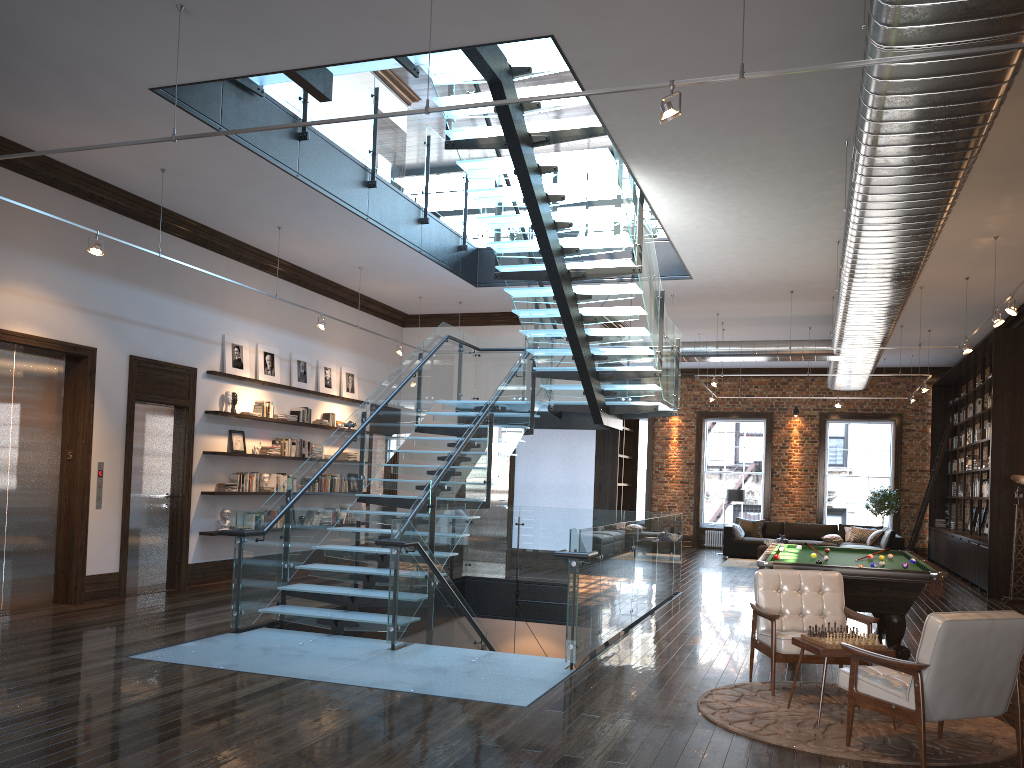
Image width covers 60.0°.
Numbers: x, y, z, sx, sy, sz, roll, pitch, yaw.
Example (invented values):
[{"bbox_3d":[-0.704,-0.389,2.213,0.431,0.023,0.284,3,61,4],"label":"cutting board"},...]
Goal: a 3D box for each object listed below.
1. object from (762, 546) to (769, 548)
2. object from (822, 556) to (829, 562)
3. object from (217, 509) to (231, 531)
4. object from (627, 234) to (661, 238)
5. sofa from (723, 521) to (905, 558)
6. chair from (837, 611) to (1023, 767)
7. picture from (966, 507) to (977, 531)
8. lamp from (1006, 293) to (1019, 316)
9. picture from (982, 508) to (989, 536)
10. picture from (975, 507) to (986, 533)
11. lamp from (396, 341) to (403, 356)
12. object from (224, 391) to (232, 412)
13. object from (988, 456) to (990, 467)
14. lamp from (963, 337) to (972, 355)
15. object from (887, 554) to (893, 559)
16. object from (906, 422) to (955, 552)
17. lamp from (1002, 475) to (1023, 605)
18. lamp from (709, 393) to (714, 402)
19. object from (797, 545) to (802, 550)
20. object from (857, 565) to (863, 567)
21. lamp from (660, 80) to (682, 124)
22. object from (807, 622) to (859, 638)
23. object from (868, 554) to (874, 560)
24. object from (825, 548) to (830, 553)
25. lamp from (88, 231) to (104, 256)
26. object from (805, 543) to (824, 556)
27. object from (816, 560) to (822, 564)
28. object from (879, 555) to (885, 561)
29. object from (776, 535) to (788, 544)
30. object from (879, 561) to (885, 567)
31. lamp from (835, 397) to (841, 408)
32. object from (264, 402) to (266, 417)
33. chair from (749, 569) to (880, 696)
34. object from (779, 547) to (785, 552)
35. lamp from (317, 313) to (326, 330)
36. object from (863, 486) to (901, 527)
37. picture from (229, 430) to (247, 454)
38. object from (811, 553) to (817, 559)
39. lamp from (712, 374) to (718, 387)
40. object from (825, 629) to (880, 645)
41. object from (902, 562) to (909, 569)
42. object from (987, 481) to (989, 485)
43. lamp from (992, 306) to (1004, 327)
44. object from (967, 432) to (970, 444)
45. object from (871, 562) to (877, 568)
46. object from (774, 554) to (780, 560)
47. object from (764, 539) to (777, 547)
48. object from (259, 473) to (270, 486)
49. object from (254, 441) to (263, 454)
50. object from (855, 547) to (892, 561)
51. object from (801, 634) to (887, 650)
[{"bbox_3d":[5.075,3.202,17.406,0.267,0.018,0.202,-4,-8,43],"label":"object"},{"bbox_3d":[3.052,1.701,8.636,0.057,0.057,0.057,3,-4,-11],"label":"object"},{"bbox_3d":[-3.696,1.745,11.376,0.165,0.281,0.171,3,-3,-12],"label":"object"},{"bbox_3d":[2.611,-2.427,17.762,0.802,1.858,0.813,3,-2,-28],"label":"object"},{"bbox_3d":[5.992,3.247,17.917,3.498,0.801,3.469,0,-6,19],"label":"sofa"},{"bbox_3d":[2.345,1.664,4.971,0.769,0.863,0.743,4,-4,-21],"label":"chair"},{"bbox_3d":[9.250,2.716,17.840,0.112,0.496,0.510,2,-4,19],"label":"picture"},{"bbox_3d":[5.088,-0.812,9.031,0.114,0.229,0.113,4,-3,-42],"label":"lamp"},{"bbox_3d":[8.660,2.505,16.115,0.112,0.496,0.510,2,-4,19],"label":"picture"},{"bbox_3d":[8.933,2.602,16.912,0.112,0.496,0.510,2,-4,19],"label":"picture"},{"bbox_3d":[-1.748,-0.550,13.759,0.114,0.229,0.114,3,-3,-25],"label":"lamp"},{"bbox_3d":[-3.649,0.235,11.393,0.098,0.287,0.098,3,-2,-29],"label":"object"},{"bbox_3d":[8.085,1.265,14.969,0.069,0.287,0.118,2,-2,12],"label":"object"},{"bbox_3d":[5.969,-0.495,11.614,0.113,0.229,0.114,1,-3,33],"label":"lamp"},{"bbox_3d":[3.956,1.805,9.273,0.057,0.057,0.057,4,-4,-26],"label":"object"},{"bbox_3d":[8.988,2.372,19.153,0.896,3.067,0.497,2,-2,19],"label":"object"},{"bbox_3d":[7.170,2.187,12.468,0.424,1.821,0.508,1,-2,24],"label":"lamp"},{"bbox_3d":[4.345,0.281,19.245,0.114,0.229,0.114,4,-3,-30],"label":"lamp"},{"bbox_3d":[3.307,1.883,10.205,0.057,0.057,0.057,1,-4,20],"label":"object"},{"bbox_3d":[3.017,1.595,7.679,0.057,0.057,0.057,-1,-5,37],"label":"object"},{"bbox_3d":[0.825,-1.458,4.601,0.113,0.229,0.114,2,-2,8],"label":"lamp"},{"bbox_3d":[2.121,1.617,5.853,0.334,0.100,0.076,3,-3,-6],"label":"object"},{"bbox_3d":[3.675,1.774,9.089,0.057,0.057,0.057,3,-4,-16],"label":"object"},{"bbox_3d":[3.502,1.851,9.851,0.057,0.057,0.057,4,-4,-23],"label":"object"},{"bbox_3d":[-3.733,-1.260,7.963,0.114,0.229,0.114,2,-2,-2],"label":"lamp"},{"bbox_3d":[3.319,1.818,9.689,0.028,0.072,1.614,2,-6,11],"label":"object"},{"bbox_3d":[2.793,1.630,8.075,0.057,0.057,0.057,0,-4,24],"label":"object"},{"bbox_3d":[3.753,1.767,9.001,0.057,0.057,0.057,1,-4,19],"label":"object"},{"bbox_3d":[5.331,3.107,17.508,0.216,0.250,0.216,5,-4,-38],"label":"object"},{"bbox_3d":[3.434,1.671,8.229,0.057,0.057,0.057,5,-5,-32],"label":"object"},{"bbox_3d":[7.138,0.404,19.409,0.113,0.229,0.114,3,-2,-12],"label":"lamp"},{"bbox_3d":[-3.410,0.350,12.039,0.154,0.206,0.010,1,-2,19],"label":"object"},{"bbox_3d":[2.201,1.830,6.527,0.768,0.863,0.745,2,-3,-1],"label":"chair"},{"bbox_3d":[2.961,1.817,9.723,0.057,0.057,0.057,1,-4,18],"label":"object"},{"bbox_3d":[-2.494,-0.817,11.580,0.114,0.229,0.113,3,-3,-27],"label":"lamp"},{"bbox_3d":[8.398,3.229,20.168,0.811,1.858,0.803,1,-2,27],"label":"object"},{"bbox_3d":[-3.604,0.761,11.660,0.077,0.299,0.302,2,-4,19],"label":"picture"},{"bbox_3d":[3.045,1.735,8.950,0.057,0.057,0.057,5,-5,-34],"label":"object"},{"bbox_3d":[3.726,-0.059,16.354,0.114,0.229,0.114,0,-3,40],"label":"lamp"},{"bbox_3d":[2.149,1.590,5.596,0.334,0.100,0.076,3,-3,-6],"label":"object"},{"bbox_3d":[3.614,1.669,8.150,0.057,0.057,0.057,-1,-5,41],"label":"object"},{"bbox_3d":[8.451,1.855,15.600,0.166,0.281,0.015,1,-2,19],"label":"object"},{"bbox_3d":[5.302,-0.734,9.660,0.114,0.229,0.114,2,-2,-2],"label":"lamp"},{"bbox_3d":[8.923,1.067,17.325,0.075,0.254,0.088,2,-2,9],"label":"object"},{"bbox_3d":[3.269,1.640,8.010,0.057,0.057,0.057,0,-4,24],"label":"object"},{"bbox_3d":[2.562,1.676,8.572,0.057,0.057,0.057,4,-4,-24],"label":"object"},{"bbox_3d":[5.090,3.133,17.415,0.218,0.159,0.219,5,-5,-29],"label":"object"},{"bbox_3d":[-3.394,1.313,12.184,0.147,0.187,0.128,0,-4,35],"label":"object"},{"bbox_3d":[-3.449,0.867,12.047,0.122,0.186,0.059,4,-3,-35],"label":"object"},{"bbox_3d":[3.883,1.818,9.496,0.028,0.072,1.613,1,-6,35],"label":"object"},{"bbox_3d":[2.133,1.665,5.723,0.388,0.028,0.390,3,-6,-6],"label":"object"}]
